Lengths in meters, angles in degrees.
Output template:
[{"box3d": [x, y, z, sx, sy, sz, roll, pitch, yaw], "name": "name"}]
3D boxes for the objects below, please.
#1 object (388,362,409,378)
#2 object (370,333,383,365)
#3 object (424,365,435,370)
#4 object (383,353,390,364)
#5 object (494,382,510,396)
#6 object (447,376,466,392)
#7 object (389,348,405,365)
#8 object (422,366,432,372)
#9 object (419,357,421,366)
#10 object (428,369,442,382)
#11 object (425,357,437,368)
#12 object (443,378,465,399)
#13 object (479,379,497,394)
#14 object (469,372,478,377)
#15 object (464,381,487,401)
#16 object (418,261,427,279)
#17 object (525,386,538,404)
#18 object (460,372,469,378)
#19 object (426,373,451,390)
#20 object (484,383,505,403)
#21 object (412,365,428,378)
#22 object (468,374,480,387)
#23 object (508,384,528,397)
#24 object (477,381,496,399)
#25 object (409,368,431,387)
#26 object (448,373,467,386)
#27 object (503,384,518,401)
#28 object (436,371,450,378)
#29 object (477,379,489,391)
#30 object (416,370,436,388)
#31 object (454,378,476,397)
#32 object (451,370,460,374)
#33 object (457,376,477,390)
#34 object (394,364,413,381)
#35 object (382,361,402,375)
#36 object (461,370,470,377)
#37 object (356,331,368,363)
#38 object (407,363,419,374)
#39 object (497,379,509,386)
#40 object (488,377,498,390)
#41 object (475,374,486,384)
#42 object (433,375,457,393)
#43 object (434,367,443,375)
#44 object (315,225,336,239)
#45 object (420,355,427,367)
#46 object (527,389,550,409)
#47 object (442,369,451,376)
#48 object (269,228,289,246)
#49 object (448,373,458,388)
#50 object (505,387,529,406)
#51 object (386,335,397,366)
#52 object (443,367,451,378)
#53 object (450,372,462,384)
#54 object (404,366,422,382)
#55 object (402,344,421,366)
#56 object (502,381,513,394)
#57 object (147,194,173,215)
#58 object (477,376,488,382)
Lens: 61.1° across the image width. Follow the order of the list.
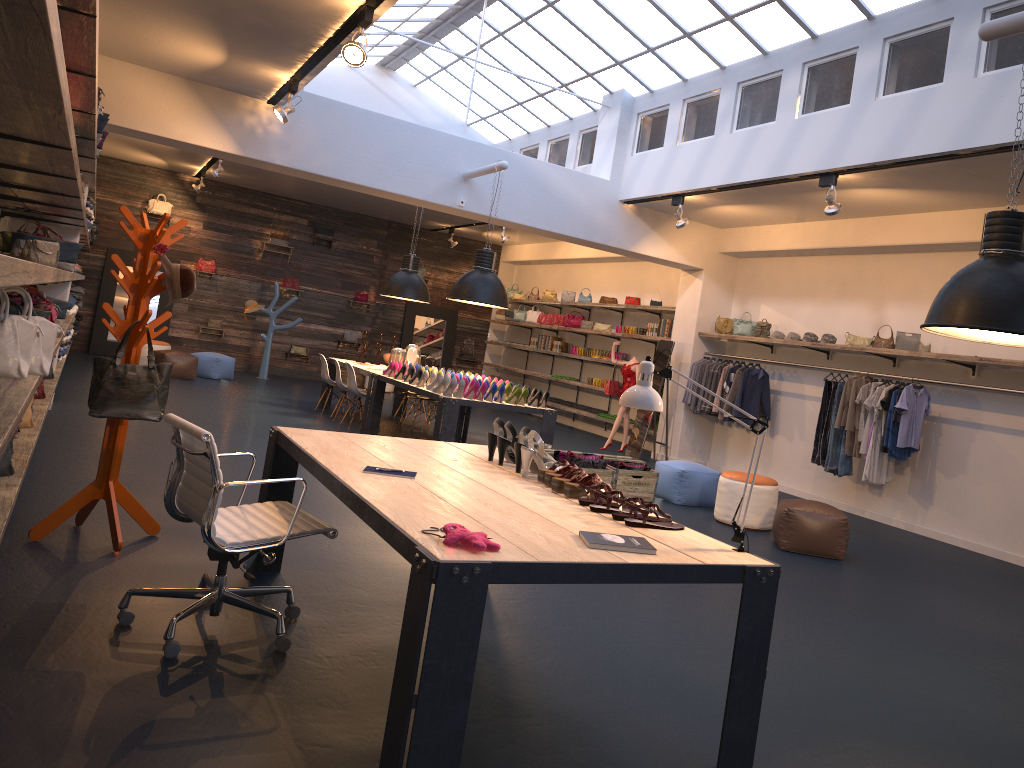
[{"box3d": [-1.335, -0.164, 10.225, 0.217, 0.196, 0.230, 9, 0, -17], "name": "object"}, {"box3d": [-1.966, -0.516, 12.714, 0.135, 0.470, 0.144, 9, -2, 15], "name": "object"}, {"box3d": [-1.042, -0.137, 10.684, 0.213, 0.196, 0.228, 9, 0, -22], "name": "object"}, {"box3d": [-1.616, -0.317, 12.520, 0.473, 0.203, 0.205, 8, 1, -42], "name": "object"}, {"box3d": [-0.125, 0.067, 9.417, 0.216, 0.196, 0.224, 9, 0, -33], "name": "object"}, {"box3d": [-0.581, 0.004, 9.178, 0.214, 0.196, 0.227, 9, 0, -24], "name": "object"}, {"box3d": [-1.475, -0.299, 11.122, 0.191, 0.337, 0.179, 10, -2, -10], "name": "object"}, {"box3d": [-1.034, -0.111, 10.120, 0.214, 0.196, 0.227, 9, 0, -25], "name": "object"}, {"box3d": [-1.269, -0.243, 11.149, 0.187, 0.291, 0.160, 10, -2, -40], "name": "object"}, {"box3d": [-0.894, -0.078, 9.886, 0.215, 0.196, 0.226, 9, 0, -28], "name": "object"}, {"box3d": [-1.054, -0.208, 11.184, 0.164, 0.286, 0.143, 10, -2, -29], "name": "object"}, {"box3d": [-0.563, 0.033, 8.580, 0.213, 0.196, 0.228, 9, 0, -23], "name": "object"}, {"box3d": [-0.280, 0.032, 9.631, 0.215, 0.196, 0.226, 9, 0, -28], "name": "object"}, {"box3d": [-0.515, -0.053, 10.688, 0.215, 0.196, 0.226, 9, 0, -28], "name": "object"}, {"box3d": [-0.360, 0.060, 8.710, 0.216, 0.196, 0.225, 9, 0, -31], "name": "object"}, {"box3d": [-1.984, -2.432, 18.499, 0.396, 0.368, 0.162, 9, -1, -41], "name": "object"}, {"box3d": [0.169, 0.118, 9.316, 0.215, 0.196, 0.226, 9, 0, -28], "name": "object"}, {"box3d": [-0.620, -0.054, 10.336, 0.216, 0.196, 0.224, 9, 0, -32], "name": "object"}, {"box3d": [-0.764, -0.021, 9.067, 0.217, 0.196, 0.223, 9, 0, -42], "name": "object"}, {"box3d": [-0.169, 0.085, 8.845, 0.213, 0.196, 0.228, 9, 0, -20], "name": "object"}, {"box3d": [-1.106, -0.133, 10.350, 0.217, 0.196, 0.224, 9, 0, -36], "name": "object"}, {"box3d": [-0.469, -0.021, 10.145, 0.215, 0.196, 0.226, 9, 0, -28], "name": "object"}, {"box3d": [0.070, 0.092, 9.560, 0.215, 0.196, 0.226, 9, 0, -28], "name": "object"}, {"box3d": [-0.270, 0.057, 9.097, 0.215, 0.196, 0.226, 9, 0, -28], "name": "object"}, {"box3d": [-1.007, -0.081, 9.545, 0.216, 0.196, 0.224, 9, 0, -33], "name": "object"}, {"box3d": [-0.604, -0.027, 9.792, 0.222, 0.196, 0.226, 9, 0, -28], "name": "object"}, {"box3d": [-0.038, 0.091, 9.190, 0.215, 0.196, 0.226, 9, 0, -28], "name": "object"}, {"box3d": [-0.786, -0.050, 9.639, 0.215, 0.196, 0.226, 9, 0, -28], "name": "object"}, {"box3d": [-0.359, 0.033, 9.324, 0.216, 0.196, 0.225, 9, 0, -30], "name": "object"}, {"box3d": [-0.906, -0.054, 9.312, 0.212, 0.196, 0.229, 9, 0, -19], "name": "object"}, {"box3d": [-0.477, 0.031, 8.948, 0.215, 0.196, 0.226, 9, 0, -28], "name": "object"}, {"box3d": [-0.734, -0.083, 10.574, 0.216, 0.196, 0.225, 9, 0, -31], "name": "object"}, {"box3d": [-0.490, 0.003, 9.529, 0.215, 0.196, 0.226, 9, 0, -28], "name": "object"}, {"box3d": [-1.230, -0.137, 9.989, 0.215, 0.196, 0.226, 9, 0, -28], "name": "object"}, {"box3d": [-1.433, -0.190, 10.458, 0.216, 0.196, 0.224, 9, 0, -34], "name": "object"}, {"box3d": [-0.628, -0.081, 10.912, 0.215, 0.196, 0.226, 9, 0, -28], "name": "object"}, {"box3d": [-2.159, -0.542, 12.602, 0.146, 0.470, 0.132, 10, -2, -17], "name": "object"}, {"box3d": [-1.232, -0.163, 10.584, 0.215, 0.196, 0.226, 9, 0, -28], "name": "object"}, {"box3d": [-0.140, 0.037, 10.022, 0.216, 0.196, 0.224, 9, 0, -32], "name": "object"}, {"box3d": [-0.266, 0.007, 10.254, 0.213, 0.196, 0.228, 9, 0, -21], "name": "object"}, {"box3d": [-0.423, -0.028, 10.467, 0.215, 0.196, 0.226, 9, 0, -28], "name": "object"}, {"box3d": [-0.677, 0.004, 8.819, 0.217, 0.196, 0.224, 9, 0, -37], "name": "object"}, {"box3d": [-0.921, -0.108, 10.461, 0.215, 0.196, 0.226, 9, 0, -28], "name": "object"}, {"box3d": [-3.763, -3.035, 17.432, 0.449, 0.232, 0.164, 8, 0, -36], "name": "object"}, {"box3d": [-1.158, -0.234, 11.400, 0.164, 0.286, 0.143, 10, -2, -29], "name": "object"}, {"box3d": [0.286, 0.148, 9.082, 0.215, 0.196, 0.226, 9, 0, -28], "name": "object"}, {"box3d": [-0.821, -0.082, 10.243, 0.215, 0.196, 0.226, 9, 0, -28], "name": "object"}, {"box3d": [-4.543, -2.884, 16.990, 0.370, 0.336, 0.156, 9, -2, -19], "name": "object"}, {"box3d": [-0.677, -0.022, 9.404, 0.213, 0.196, 0.229, 9, 0, -20], "name": "object"}, {"box3d": [0.056, 0.116, 8.953, 0.217, 0.196, 0.224, 9, 0, -35], "name": "object"}, {"box3d": [-1.761, -0.488, 12.838, 0.129, 0.470, 0.149, 8, -3, 38], "name": "object"}, {"box3d": [-0.860, -0.114, 10.814, 0.215, 0.196, 0.226, 9, 0, -28], "name": "object"}, {"box3d": [-0.681, -0.050, 10.027, 0.215, 0.196, 0.226, 9, 0, -28], "name": "object"}, {"box3d": [-1.099, -0.106, 9.784, 0.213, 0.196, 0.229, 9, 0, -20], "name": "object"}, {"box3d": [-1.272, -0.298, 10.952, 0.217, 0.414, 0.186, 11, -2, -40], "name": "object"}, {"box3d": [-0.088, 0.057, 9.776, 0.212, 0.196, 0.229, 9, 0, -20], "name": "object"}, {"box3d": [-6.417, -3.281, 15.873, 0.458, 0.387, 0.177, 9, -1, -41], "name": "object"}, {"box3d": [-0.371, 0.006, 9.901, 0.215, 0.196, 0.226, 9, 0, -28], "name": "object"}]
